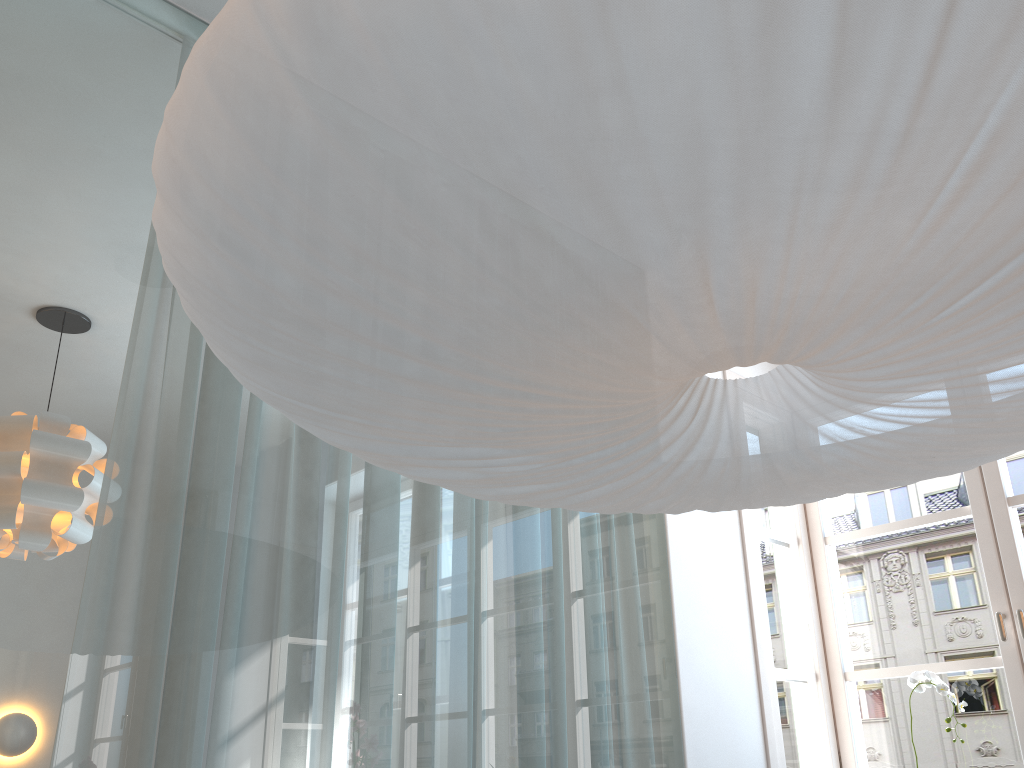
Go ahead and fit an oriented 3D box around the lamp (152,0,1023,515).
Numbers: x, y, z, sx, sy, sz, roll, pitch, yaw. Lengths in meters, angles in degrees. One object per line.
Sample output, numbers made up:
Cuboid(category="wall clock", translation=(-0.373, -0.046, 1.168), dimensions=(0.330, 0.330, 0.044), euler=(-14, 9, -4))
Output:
Cuboid(category="lamp", translation=(0.301, -0.040, 1.173), dimensions=(1.469, 0.205, 1.509), euler=(2, -24, -6))
